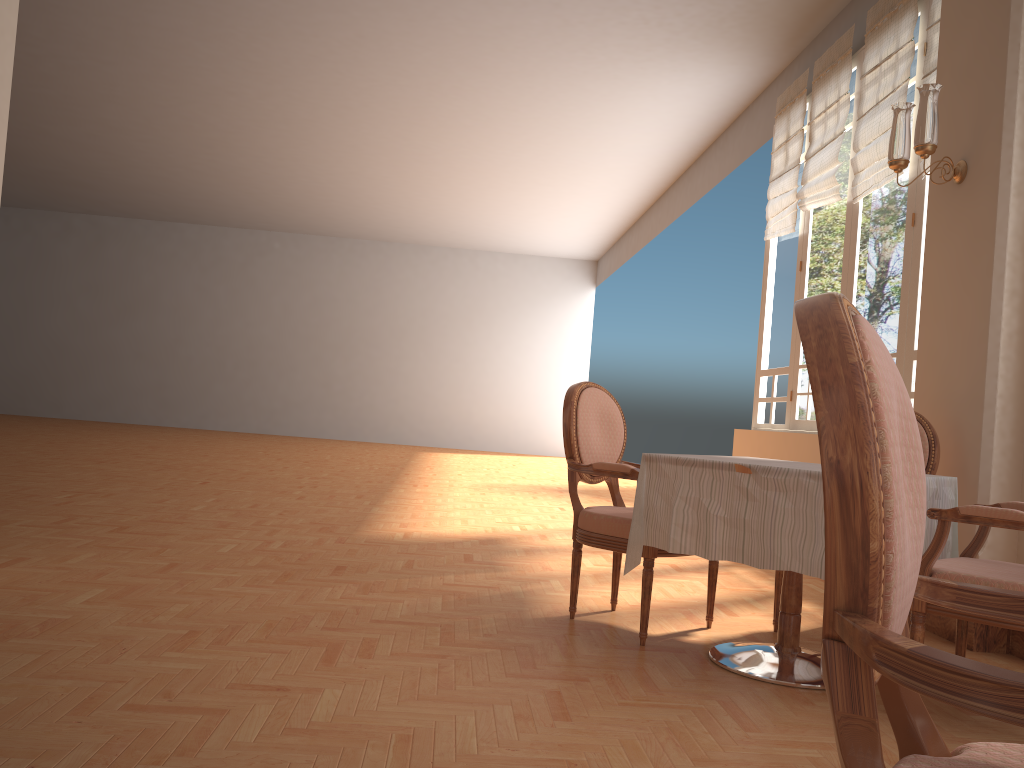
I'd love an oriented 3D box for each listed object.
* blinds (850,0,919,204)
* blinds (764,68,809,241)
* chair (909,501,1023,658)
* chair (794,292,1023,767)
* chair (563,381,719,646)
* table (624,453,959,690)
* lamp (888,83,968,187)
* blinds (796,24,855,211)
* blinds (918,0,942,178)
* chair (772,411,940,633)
[{"bbox_3d":[2.323,-1.855,5.566,0.054,1.301,0.689,5,-1,-4],"label":"blinds"},{"bbox_3d":[2.220,-1.811,7.207,0.038,1.292,0.689,5,-1,-4],"label":"blinds"},{"bbox_3d":[1.503,0.514,2.543,0.593,0.931,0.521,3,-2,41],"label":"chair"},{"bbox_3d":[0.544,0.378,0.834,0.593,0.931,0.521,4,-2,30],"label":"chair"},{"bbox_3d":[0.471,0.463,3.457,0.593,0.931,0.521,3,-2,41],"label":"chair"},{"bbox_3d":[0.952,0.612,2.993,0.829,0.677,0.831,3,-2,41],"label":"table"},{"bbox_3d":[1.785,-1.036,3.770,0.274,0.362,0.320,5,-2,-4],"label":"lamp"},{"bbox_3d":[2.261,-1.863,6.420,0.085,1.235,0.699,5,-1,-4],"label":"blinds"},{"bbox_3d":[2.388,-1.841,4.714,0.072,1.376,0.699,5,-1,-3],"label":"blinds"},{"bbox_3d":[1.411,0.540,3.528,0.520,0.931,0.593,3,-2,41],"label":"chair"}]
